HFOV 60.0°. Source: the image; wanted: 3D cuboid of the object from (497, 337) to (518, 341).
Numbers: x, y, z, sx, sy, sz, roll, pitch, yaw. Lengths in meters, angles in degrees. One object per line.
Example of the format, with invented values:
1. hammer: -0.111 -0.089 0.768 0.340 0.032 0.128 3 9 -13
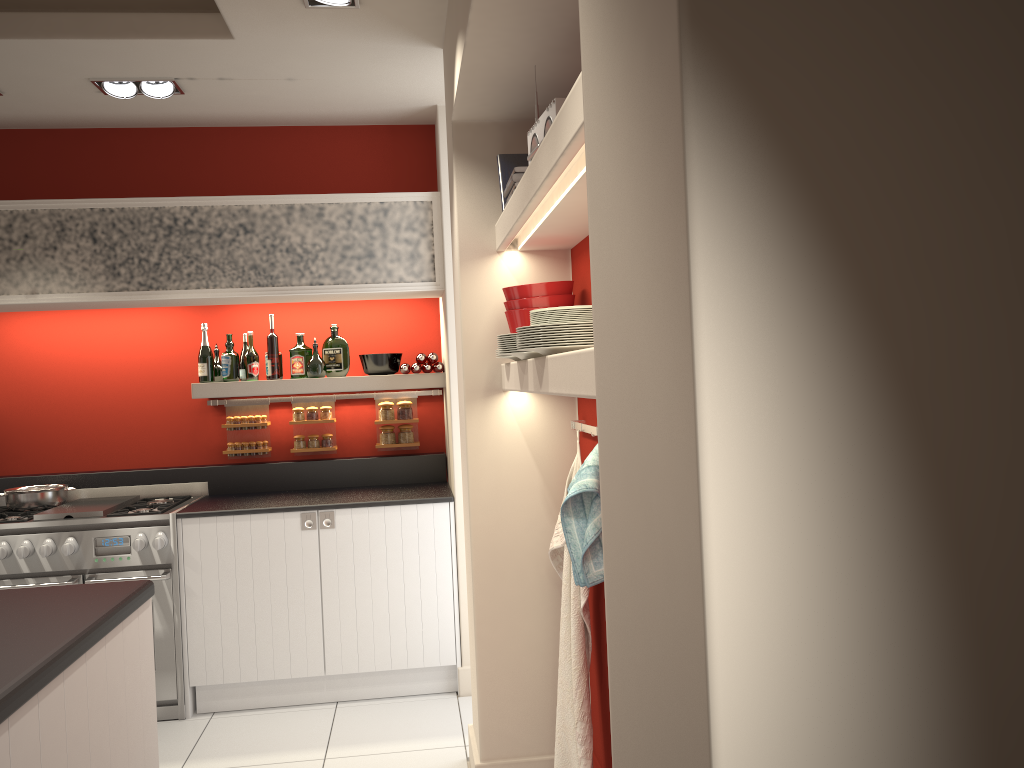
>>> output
1. object: 0.122 -0.136 2.791 0.339 0.020 0.339 -3 0 -8

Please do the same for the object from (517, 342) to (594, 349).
1. object: 0.182 -0.096 2.412 0.339 0.020 0.339 -3 0 -4

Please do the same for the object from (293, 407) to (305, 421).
1. object: -1.234 0.179 5.130 0.068 0.088 0.068 -2 0 14

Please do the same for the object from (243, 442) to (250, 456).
1. object: -1.520 0.371 5.072 0.034 0.078 0.034 -2 0 14

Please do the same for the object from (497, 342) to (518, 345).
1. object: 0.123 -0.123 2.791 0.339 0.020 0.339 -3 0 -8

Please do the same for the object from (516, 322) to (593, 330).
1. object: 0.180 -0.148 2.412 0.339 0.020 0.339 -3 0 -4

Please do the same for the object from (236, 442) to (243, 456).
1. object: -1.559 0.373 5.068 0.034 0.078 0.034 -2 0 14

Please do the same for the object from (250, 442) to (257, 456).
1. object: -1.481 0.369 5.077 0.034 0.078 0.034 -2 0 14

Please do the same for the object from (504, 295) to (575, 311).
1. object: 0.102 -0.236 3.196 0.260 0.159 0.260 -3 0 -25

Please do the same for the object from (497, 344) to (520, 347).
1. object: 0.123 -0.116 2.791 0.339 0.020 0.339 -3 0 -8

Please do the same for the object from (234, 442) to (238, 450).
1. object: -1.581 0.374 5.104 0.034 0.078 0.034 -2 0 14

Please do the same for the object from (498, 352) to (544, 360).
1. object: 0.124 -0.090 2.792 0.339 0.020 0.339 -3 0 -8

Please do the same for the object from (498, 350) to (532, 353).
1. object: 0.124 -0.097 2.792 0.339 0.020 0.339 -3 0 -8

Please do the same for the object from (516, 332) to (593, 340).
1. object: 0.181 -0.122 2.412 0.339 0.020 0.339 -3 0 -4

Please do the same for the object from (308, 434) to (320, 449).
1. object: -1.149 0.336 5.139 0.068 0.088 0.068 -2 0 14

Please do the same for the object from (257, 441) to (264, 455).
1. object: -1.443 0.368 5.081 0.034 0.078 0.034 -2 0 14

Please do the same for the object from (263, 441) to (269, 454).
1. object: -1.424 0.366 5.123 0.034 0.078 0.034 -2 0 14

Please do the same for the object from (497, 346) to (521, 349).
1. object: 0.123 -0.110 2.791 0.339 0.020 0.339 -3 0 -8

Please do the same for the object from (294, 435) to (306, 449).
1. object: -1.227 0.339 5.130 0.068 0.088 0.068 -2 0 14

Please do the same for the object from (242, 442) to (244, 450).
1. object: -1.542 0.372 5.109 0.034 0.078 0.034 -2 0 14

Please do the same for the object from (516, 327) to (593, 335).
1. object: 0.180 -0.135 2.412 0.339 0.020 0.339 -3 0 -4

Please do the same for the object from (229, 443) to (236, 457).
1. object: -1.598 0.375 5.063 0.034 0.078 0.034 -2 0 14

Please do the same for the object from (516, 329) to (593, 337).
1. object: 0.181 -0.129 2.412 0.339 0.020 0.339 -3 0 -4

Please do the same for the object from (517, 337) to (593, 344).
1. object: 0.182 -0.109 2.412 0.339 0.020 0.339 -3 0 -4

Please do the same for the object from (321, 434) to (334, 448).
1. object: -1.072 0.332 5.148 0.068 0.088 0.068 -2 0 14

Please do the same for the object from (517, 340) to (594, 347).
1. object: 0.182 -0.103 2.412 0.339 0.020 0.339 -3 0 -4

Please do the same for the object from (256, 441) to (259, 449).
1. object: -1.463 0.368 5.118 0.034 0.078 0.034 -2 0 14

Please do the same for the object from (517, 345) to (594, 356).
1. object: 0.182 -0.090 2.412 0.339 0.020 0.339 -3 0 -4

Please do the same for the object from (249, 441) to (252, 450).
1. object: -1.502 0.370 5.113 0.034 0.078 0.034 -2 0 14

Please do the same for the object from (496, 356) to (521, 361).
1. object: 0.111 -0.093 3.197 0.339 0.020 0.339 -3 0 -4

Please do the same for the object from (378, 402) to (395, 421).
1. object: -0.734 0.164 5.185 0.093 0.120 0.094 -2 0 14

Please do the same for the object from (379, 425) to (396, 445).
1. object: -0.728 0.300 5.185 0.093 0.120 0.094 -2 0 14

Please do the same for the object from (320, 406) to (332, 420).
1. object: -1.079 0.172 5.148 0.068 0.088 0.068 -2 0 14

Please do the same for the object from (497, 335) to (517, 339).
1. object: 0.122 -0.142 2.791 0.339 0.020 0.339 -3 0 -8

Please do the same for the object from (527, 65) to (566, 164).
1. object: 0.120 -0.791 2.562 0.097 0.369 0.342 -3 0 -12

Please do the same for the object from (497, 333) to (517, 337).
1. object: 0.121 -0.149 2.791 0.339 0.020 0.339 -3 0 -8

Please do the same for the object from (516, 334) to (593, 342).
1. object: 0.181 -0.116 2.412 0.339 0.020 0.339 -3 0 -4

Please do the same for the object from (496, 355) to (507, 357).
1. object: 0.111 -0.100 3.197 0.339 0.020 0.339 -3 0 -4

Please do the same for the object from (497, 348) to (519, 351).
1. object: 0.123 -0.103 2.791 0.339 0.020 0.339 -3 0 -8

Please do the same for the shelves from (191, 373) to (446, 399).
1. shelves: -1.070 0.007 5.062 1.379 0.083 0.376 -3 0 -7

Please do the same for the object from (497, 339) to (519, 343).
1. object: 0.122 -0.129 2.791 0.339 0.020 0.339 -3 0 -8

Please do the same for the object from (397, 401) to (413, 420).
1. object: -0.628 0.159 5.197 0.093 0.120 0.094 -2 0 14

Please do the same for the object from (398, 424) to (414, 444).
1. object: -0.622 0.296 5.198 0.093 0.120 0.094 -2 0 14

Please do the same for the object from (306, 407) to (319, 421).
1. object: -1.157 0.176 5.139 0.068 0.088 0.068 -2 0 14

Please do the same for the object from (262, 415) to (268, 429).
1. object: -1.431 0.218 5.122 0.034 0.078 0.034 -2 0 14

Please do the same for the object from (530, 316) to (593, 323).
1. object: 0.177 -0.168 2.429 0.255 0.015 0.255 -3 1 -26

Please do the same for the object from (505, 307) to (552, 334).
1. object: 0.106 -0.192 3.197 0.260 0.146 0.260 -3 0 -3

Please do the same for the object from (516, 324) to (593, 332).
1. object: 0.180 -0.142 2.412 0.339 0.020 0.339 -3 0 -4

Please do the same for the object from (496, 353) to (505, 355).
1. object: 0.110 -0.106 3.197 0.339 0.020 0.339 -3 0 -4

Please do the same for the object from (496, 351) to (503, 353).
1. object: 0.110 -0.113 3.197 0.339 0.020 0.339 -3 0 -4

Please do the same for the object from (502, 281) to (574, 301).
1. object: 0.097 -0.286 3.191 0.260 0.161 0.260 -3 0 -40

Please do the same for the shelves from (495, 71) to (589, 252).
1. shelves: 0.294 -0.563 2.226 0.437 0.100 2.394 -3 0 -7

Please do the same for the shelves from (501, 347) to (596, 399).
1. shelves: 0.318 -0.032 2.227 0.437 0.100 2.394 -3 0 -7

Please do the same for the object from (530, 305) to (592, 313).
1. object: 0.176 -0.197 2.429 0.255 0.015 0.255 -3 1 -26

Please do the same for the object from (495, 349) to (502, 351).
1. object: 0.110 -0.119 3.197 0.339 0.020 0.339 -3 0 -4

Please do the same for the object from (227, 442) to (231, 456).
1. object: -1.620 0.375 5.100 0.034 0.078 0.034 -2 0 14
